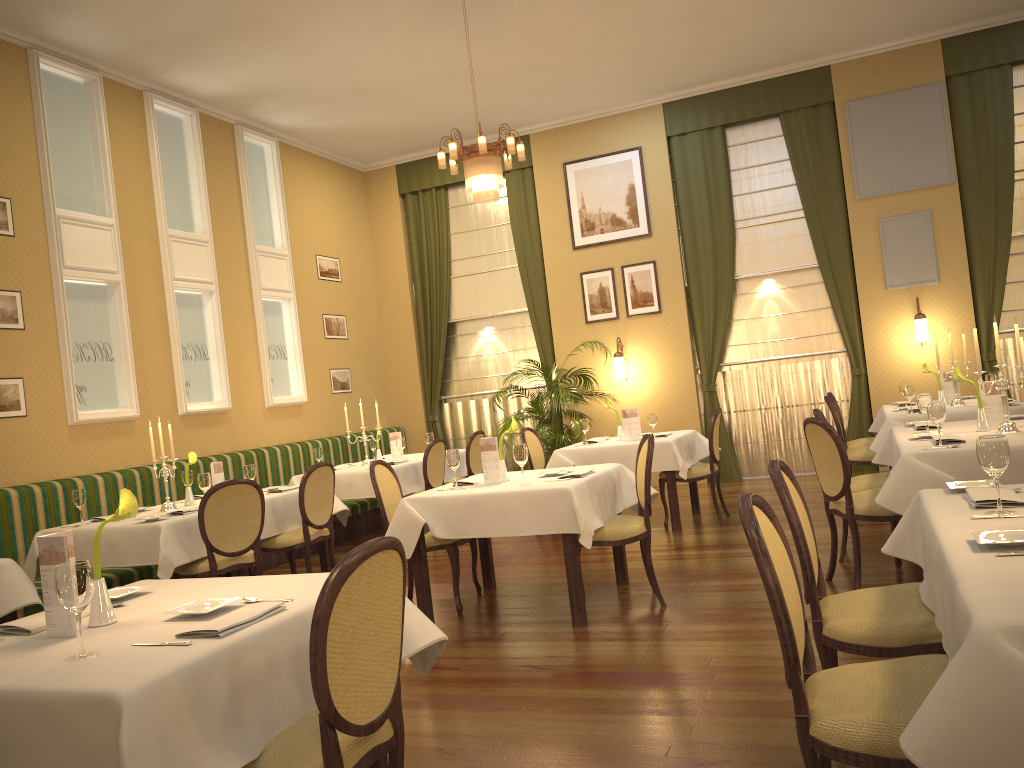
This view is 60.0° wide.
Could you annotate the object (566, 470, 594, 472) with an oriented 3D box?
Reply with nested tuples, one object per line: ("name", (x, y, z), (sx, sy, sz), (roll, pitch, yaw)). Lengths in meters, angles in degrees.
("object", (0.406, 0.526, 5.384), (0.181, 0.015, 0.038), (-7, -1, 23))

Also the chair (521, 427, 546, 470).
("chair", (0.431, 0.845, 8.114), (0.571, 0.955, 0.530), (-7, -1, 22))

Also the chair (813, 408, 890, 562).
("chair", (2.263, 0.603, 5.623), (0.571, 0.955, 0.530), (-7, -1, 22))

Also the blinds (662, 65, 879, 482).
("blinds", (2.858, -1.220, 9.924), (1.878, 4.537, 0.129), (-7, -1, 21))

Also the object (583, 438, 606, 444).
("object", (0.740, 0.512, 7.964), (0.142, 0.033, 0.273), (-7, -1, 21))

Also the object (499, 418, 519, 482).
("object", (-0.027, 0.395, 5.346), (0.163, 0.375, 0.076), (-7, -1, -2))

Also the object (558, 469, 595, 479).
("object", (0.376, 0.524, 5.161), (0.142, 0.024, 0.273), (-7, -1, 21))

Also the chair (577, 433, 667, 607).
("chair", (0.587, 0.791, 5.128), (0.571, 0.955, 0.530), (-7, -1, 2))

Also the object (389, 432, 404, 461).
("object", (-1.173, 0.620, 8.800), (0.166, 0.277, 0.081), (-7, -1, 38))

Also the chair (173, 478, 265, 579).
("chair", (-1.830, 1.077, 5.570), (0.530, 0.955, 0.571), (-6, -1, -43))

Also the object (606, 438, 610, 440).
("object", (0.816, 0.511, 8.113), (0.181, 0.015, 0.038), (-7, -1, 23))

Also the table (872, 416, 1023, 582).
("table", (2.803, 0.629, 5.017), (1.385, 0.759, 2.152), (-7, -1, 22))

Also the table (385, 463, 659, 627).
("table", (0.105, 0.946, 5.339), (1.389, 0.759, 1.395), (-7, -1, 23))

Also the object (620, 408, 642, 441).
("object", (1.017, 0.353, 7.673), (0.166, 0.277, 0.081), (-7, -1, 28))

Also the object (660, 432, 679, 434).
("object", (1.417, 0.440, 7.960), (0.181, 0.015, 0.038), (-7, -1, 23))

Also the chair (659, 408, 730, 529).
("chair", (1.560, 0.708, 7.611), (0.571, 0.955, 0.530), (-7, -1, 22))

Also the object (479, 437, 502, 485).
("object", (-0.141, 0.458, 5.275), (0.081, 0.277, 0.166), (-6, -1, -22))

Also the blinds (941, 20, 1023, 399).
("blinds", (5.554, -1.545, 8.855), (1.876, 4.537, 0.129), (-7, -1, 21))

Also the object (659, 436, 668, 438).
("object", (1.231, 0.458, 7.520), (0.185, 0.010, 0.017), (-7, -1, 22))

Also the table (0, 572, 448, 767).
("table", (-1.005, 1.041, 2.510), (1.389, 0.759, 1.395), (-7, -1, 23))

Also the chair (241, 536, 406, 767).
("chair", (-0.535, 0.887, 2.271), (0.571, 0.955, 0.530), (-7, -1, 22))

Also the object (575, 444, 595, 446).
("object", (0.632, 0.530, 7.696), (0.185, 0.010, 0.017), (-7, -1, 23))

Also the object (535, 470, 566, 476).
("object", (0.240, 0.541, 5.328), (0.160, 0.024, 0.160), (-7, -1, 21))

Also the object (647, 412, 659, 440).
("object", (1.182, 0.353, 7.424), (0.088, 0.229, 0.088), (-6, -1, -21))

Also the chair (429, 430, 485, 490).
("chair", (-0.523, 0.964, 8.829), (0.571, 0.955, 0.530), (-7, -1, 22))

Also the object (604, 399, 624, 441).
("object", (0.911, 0.316, 7.870), (0.163, 0.375, 0.076), (-7, -1, 43))

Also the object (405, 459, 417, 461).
("object", (-0.987, 0.727, 8.480), (0.185, 0.010, 0.017), (-7, -1, 22))

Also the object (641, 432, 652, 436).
("object", (1.183, 0.464, 8.062), (0.160, 0.024, 0.160), (-7, -1, 21))

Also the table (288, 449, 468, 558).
("table", (-1.142, 1.131, 8.738), (1.385, 0.759, 2.152), (-7, -1, 22))

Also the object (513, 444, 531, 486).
("object", (0.055, 0.454, 4.983), (0.088, 0.229, 0.088), (-6, -1, -26))

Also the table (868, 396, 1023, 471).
("table", (3.779, 0.546, 7.505), (1.385, 0.759, 2.152), (-7, -1, 22))

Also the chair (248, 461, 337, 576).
("chair", (-1.537, 1.052, 6.330), (0.571, 0.955, 0.530), (-7, -1, 22))

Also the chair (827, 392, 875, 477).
("chair", (3.239, 0.520, 8.111), (0.571, 0.955, 0.530), (-7, -1, 22))

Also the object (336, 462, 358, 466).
("object", (-1.617, 0.797, 8.702), (0.160, 0.024, 0.160), (-7, -1, 21))

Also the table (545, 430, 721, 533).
("table", (1.090, 0.862, 7.850), (1.389, 0.759, 1.395), (-7, -1, 23))

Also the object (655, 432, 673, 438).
("object", (1.312, 0.447, 7.764), (0.142, 0.024, 0.273), (-7, -1, 21))

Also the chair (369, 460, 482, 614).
("chair", (-0.553, 0.929, 5.612), (0.571, 0.955, 0.530), (-7, -1, 12))

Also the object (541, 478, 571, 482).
("object", (0.246, 0.542, 5.009), (0.185, 0.010, 0.017), (-7, -1, 22))

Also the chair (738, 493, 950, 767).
("chair", (0.889, 0.720, 2.122), (0.571, 0.955, 0.530), (-7, -1, 22))

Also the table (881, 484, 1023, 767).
("table", (1.711, 0.722, 2.234), (1.385, 0.759, 2.152), (-7, -1, 22))

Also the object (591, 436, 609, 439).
("object", (0.810, 0.509, 8.225), (0.160, 0.024, 0.160), (-7, -1, 21))

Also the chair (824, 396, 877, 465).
("chair", (2.957, 0.544, 7.392), (0.571, 0.955, 0.530), (-7, -1, 22))

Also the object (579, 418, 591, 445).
("object", (0.643, 0.419, 7.778), (0.088, 0.229, 0.088), (-6, -1, -21))

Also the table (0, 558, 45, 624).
("table", (-3.115, 1.300, 3.710), (1.385, 0.759, 2.152), (-7, -1, 22))

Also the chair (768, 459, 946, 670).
("chair", (1.171, 0.696, 2.841), (0.571, 0.955, 0.530), (-7, -1, 22))

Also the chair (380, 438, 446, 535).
("chair", (-0.861, 0.994, 8.057), (0.571, 0.955, 0.530), (-7, -1, 22))

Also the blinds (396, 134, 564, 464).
("blinds", (-0.379, -0.829, 11.218), (1.934, 4.537, 0.225), (-7, -1, 21))

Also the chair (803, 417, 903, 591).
("chair", (1.979, 0.628, 4.927), (0.571, 0.955, 0.530), (-7, -1, -3))

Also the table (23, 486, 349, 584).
("table", (-2.128, 1.215, 6.226), (1.385, 0.759, 2.152), (-7, -1, 22))
